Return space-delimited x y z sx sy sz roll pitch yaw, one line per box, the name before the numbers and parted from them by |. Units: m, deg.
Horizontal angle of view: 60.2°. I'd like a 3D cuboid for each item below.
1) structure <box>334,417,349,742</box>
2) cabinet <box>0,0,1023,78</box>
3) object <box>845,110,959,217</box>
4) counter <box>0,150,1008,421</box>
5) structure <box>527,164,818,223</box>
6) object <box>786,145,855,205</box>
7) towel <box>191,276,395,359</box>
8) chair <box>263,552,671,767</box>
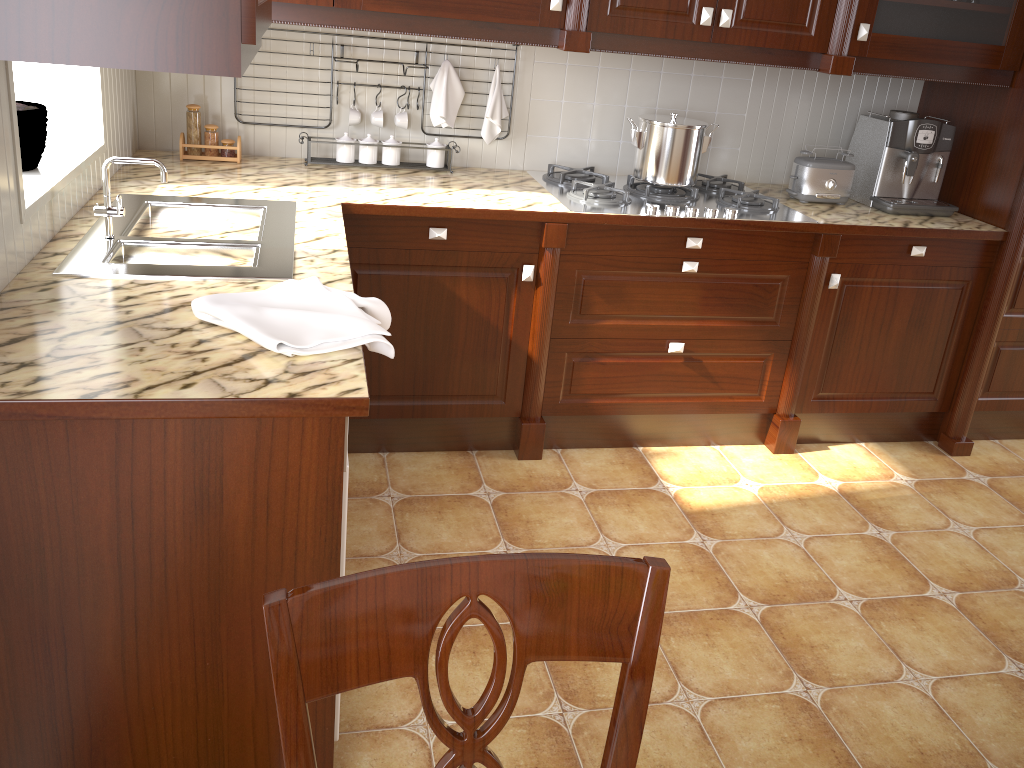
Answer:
structure | -0.506 0.290 1.612 0.379 0.727 0.435 1 22 -13
cabinet | 0.473 -1.040 1.847 2.780 0.759 1.406 0 24 -13
object | 1.380 -0.781 3.097 0.274 0.313 0.332 0 23 -13
counter | 0.350 -0.354 2.317 2.782 0.031 1.874 0 24 -13
structure | 0.507 -0.643 2.927 0.815 0.045 0.606 0 24 -13
object | 1.077 -0.723 3.058 0.243 0.183 0.144 0 22 -13
towel | -0.358 -0.110 1.582 0.334 0.095 0.348 23 29 35
chair | -0.011 0.581 0.671 0.404 0.726 0.471 -1 22 -16
